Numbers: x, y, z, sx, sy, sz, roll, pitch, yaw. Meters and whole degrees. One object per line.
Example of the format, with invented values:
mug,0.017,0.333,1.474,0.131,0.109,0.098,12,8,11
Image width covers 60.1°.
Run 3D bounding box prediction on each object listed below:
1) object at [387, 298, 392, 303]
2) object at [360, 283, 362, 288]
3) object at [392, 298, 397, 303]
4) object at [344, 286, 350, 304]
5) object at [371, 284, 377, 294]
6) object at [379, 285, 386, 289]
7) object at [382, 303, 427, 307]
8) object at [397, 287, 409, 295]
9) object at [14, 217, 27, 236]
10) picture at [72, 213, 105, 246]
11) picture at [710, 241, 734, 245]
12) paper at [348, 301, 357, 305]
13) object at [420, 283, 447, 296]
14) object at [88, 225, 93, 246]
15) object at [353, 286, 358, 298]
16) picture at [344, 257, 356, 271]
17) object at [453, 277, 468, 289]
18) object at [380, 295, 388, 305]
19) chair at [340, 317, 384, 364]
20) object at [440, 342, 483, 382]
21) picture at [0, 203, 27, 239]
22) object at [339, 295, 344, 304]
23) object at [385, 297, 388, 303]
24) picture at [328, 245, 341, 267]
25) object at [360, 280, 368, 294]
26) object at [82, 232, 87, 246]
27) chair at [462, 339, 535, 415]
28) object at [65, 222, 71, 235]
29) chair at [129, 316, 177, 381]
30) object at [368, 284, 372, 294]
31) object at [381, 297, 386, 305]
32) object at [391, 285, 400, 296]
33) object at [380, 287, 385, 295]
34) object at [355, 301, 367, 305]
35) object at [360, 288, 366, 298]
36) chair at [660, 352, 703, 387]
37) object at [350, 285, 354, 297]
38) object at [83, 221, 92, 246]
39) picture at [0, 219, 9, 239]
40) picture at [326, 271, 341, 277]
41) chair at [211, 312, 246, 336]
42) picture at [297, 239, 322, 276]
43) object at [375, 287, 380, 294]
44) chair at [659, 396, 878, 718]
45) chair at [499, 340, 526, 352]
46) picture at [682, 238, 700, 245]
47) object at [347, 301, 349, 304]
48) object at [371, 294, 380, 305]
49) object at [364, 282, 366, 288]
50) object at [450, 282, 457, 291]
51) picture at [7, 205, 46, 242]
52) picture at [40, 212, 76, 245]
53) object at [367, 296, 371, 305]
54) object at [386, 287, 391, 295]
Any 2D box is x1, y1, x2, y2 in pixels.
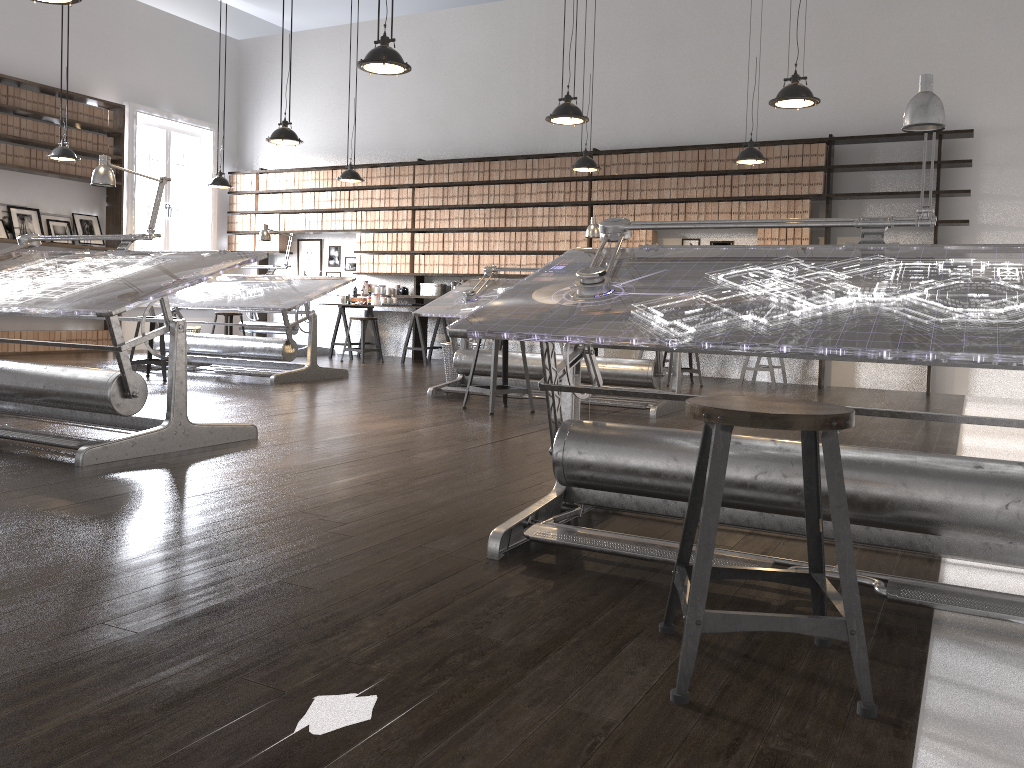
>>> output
object,-1.516,-1.017,10.929,0.062,0.093,0.063,1,3,-13
object,-1.867,-1.171,11.048,0.071,0.186,0.008,3,2,28
object,-1.453,-1.017,10.950,0.062,0.094,0.062,1,3,-13
object,-2.058,-1.113,11.059,0.069,0.229,0.068,3,2,25
object,-1.761,-1.212,11.317,0.070,0.130,0.070,1,3,-24
object,-1.658,-1.198,11.308,0.094,0.128,0.095,0,4,-32
object,-1.271,-0.936,10.469,0.446,0.033,0.312,4,6,27
object,-1.376,-1.163,11.063,0.171,0.108,0.091,4,4,27
object,-5.401,-1.706,9.745,0.040,0.260,0.175,3,3,27
picture,-5.096,-1.859,10.657,0.161,0.363,0.343,3,4,27
picture,2.221,-1.422,9.380,0.251,0.183,0.023,4,3,28
paper,-1.959,-0.999,10.908,0.155,0.038,0.138,3,5,13
object,-0.970,-1.156,10.893,0.317,0.152,0.193,4,4,27
object,-5.028,-1.765,10.565,0.040,0.261,0.110,3,3,27
object,-1.986,-1.122,11.197,0.069,0.229,0.068,3,2,25
picture,-2.098,-1.576,11.639,0.251,0.183,0.023,4,3,28
object,-0.631,-1.191,10.725,0.181,0.271,0.156,2,3,12
object,-1.597,-1.041,11.027,0.095,0.128,0.094,4,4,31
chair,-1.722,-0.506,10.229,0.372,0.527,0.358,4,4,36
object,-0.424,-0.148,7.358,0.353,0.377,0.354,-1,4,-41
picture,-5.553,-1.793,9.853,0.091,0.405,0.370,3,3,27
object,-2.128,-1.055,11.082,0.068,0.104,0.068,4,3,32
object,-1.556,-1.023,10.971,0.045,0.101,0.044,3,3,27
picture,-2.358,-1.698,11.774,0.201,0.284,0.022,3,2,27
object,-1.887,-1.232,11.299,0.107,0.176,0.108,3,3,29
object,-5.033,-1.704,10.422,0.040,0.165,0.066,3,3,27
chair,-0.083,-0.075,5.858,0.358,0.527,0.372,0,4,-34
object,-5.145,-1.742,10.263,0.040,0.260,0.124,3,3,27
chair,-2.948,-0.295,7.346,0.358,0.527,0.372,2,3,6
object,-1.825,-1.217,11.348,0.050,0.139,0.051,3,3,25
object,-1.585,-1.019,10.916,0.062,0.094,0.062,1,3,-22
object,-1.459,-1.166,11.140,0.107,0.161,0.236,1,4,-7
object,-1.630,-1.173,11.184,0.062,0.093,0.063,3,3,13
object,-1.852,-0.993,10.828,0.132,0.050,0.197,-1,6,-33
object,-1.756,-1.151,11.135,0.345,0.146,0.077,-2,4,-40
chair,1.610,-0.245,8.440,0.358,0.527,0.372,2,3,-4
object,-2.025,-1.121,11.122,0.069,0.237,0.068,3,2,25
object,-5.035,-1.780,10.490,0.040,0.303,0.118,3,3,27
picture,-5.616,-1.680,9.569,0.145,0.228,0.300,3,4,27
picture,-2.377,-1.406,11.788,0.251,0.183,0.023,4,3,28
chair,-3.375,-0.585,10.539,0.372,0.527,0.358,4,4,36
picture,-2.734,-1.669,11.960,0.415,0.574,0.040,3,2,28
object,-1.698,-1.177,11.203,0.062,0.094,0.062,2,3,13
chair,0.485,0.302,1.713,0.358,0.527,0.372,2,3,6
chair,-0.006,-0.367,9.254,0.371,0.527,0.359,2,3,1
picture,1.925,-1.424,9.536,0.201,0.284,0.022,3,2,27
object,-2.028,-1.012,11.015,0.049,0.037,0.049,4,4,24
object,-1.688,-1.044,10.954,0.105,0.141,0.104,3,3,20
object,-1.848,-1.176,11.043,0.055,0.192,0.006,3,2,26
object,-0.722,-1.157,10.862,0.079,0.188,0.079,2,2,7
picture,-5.449,-1.790,9.940,0.149,0.390,0.374,3,4,27
picture,-5.301,-1.802,10.330,0.095,0.360,0.434,3,4,27
object,-1.766,-1.032,10.951,0.049,0.111,0.049,3,3,24
object,-1.564,-1.170,11.175,0.062,0.094,0.062,2,3,13
